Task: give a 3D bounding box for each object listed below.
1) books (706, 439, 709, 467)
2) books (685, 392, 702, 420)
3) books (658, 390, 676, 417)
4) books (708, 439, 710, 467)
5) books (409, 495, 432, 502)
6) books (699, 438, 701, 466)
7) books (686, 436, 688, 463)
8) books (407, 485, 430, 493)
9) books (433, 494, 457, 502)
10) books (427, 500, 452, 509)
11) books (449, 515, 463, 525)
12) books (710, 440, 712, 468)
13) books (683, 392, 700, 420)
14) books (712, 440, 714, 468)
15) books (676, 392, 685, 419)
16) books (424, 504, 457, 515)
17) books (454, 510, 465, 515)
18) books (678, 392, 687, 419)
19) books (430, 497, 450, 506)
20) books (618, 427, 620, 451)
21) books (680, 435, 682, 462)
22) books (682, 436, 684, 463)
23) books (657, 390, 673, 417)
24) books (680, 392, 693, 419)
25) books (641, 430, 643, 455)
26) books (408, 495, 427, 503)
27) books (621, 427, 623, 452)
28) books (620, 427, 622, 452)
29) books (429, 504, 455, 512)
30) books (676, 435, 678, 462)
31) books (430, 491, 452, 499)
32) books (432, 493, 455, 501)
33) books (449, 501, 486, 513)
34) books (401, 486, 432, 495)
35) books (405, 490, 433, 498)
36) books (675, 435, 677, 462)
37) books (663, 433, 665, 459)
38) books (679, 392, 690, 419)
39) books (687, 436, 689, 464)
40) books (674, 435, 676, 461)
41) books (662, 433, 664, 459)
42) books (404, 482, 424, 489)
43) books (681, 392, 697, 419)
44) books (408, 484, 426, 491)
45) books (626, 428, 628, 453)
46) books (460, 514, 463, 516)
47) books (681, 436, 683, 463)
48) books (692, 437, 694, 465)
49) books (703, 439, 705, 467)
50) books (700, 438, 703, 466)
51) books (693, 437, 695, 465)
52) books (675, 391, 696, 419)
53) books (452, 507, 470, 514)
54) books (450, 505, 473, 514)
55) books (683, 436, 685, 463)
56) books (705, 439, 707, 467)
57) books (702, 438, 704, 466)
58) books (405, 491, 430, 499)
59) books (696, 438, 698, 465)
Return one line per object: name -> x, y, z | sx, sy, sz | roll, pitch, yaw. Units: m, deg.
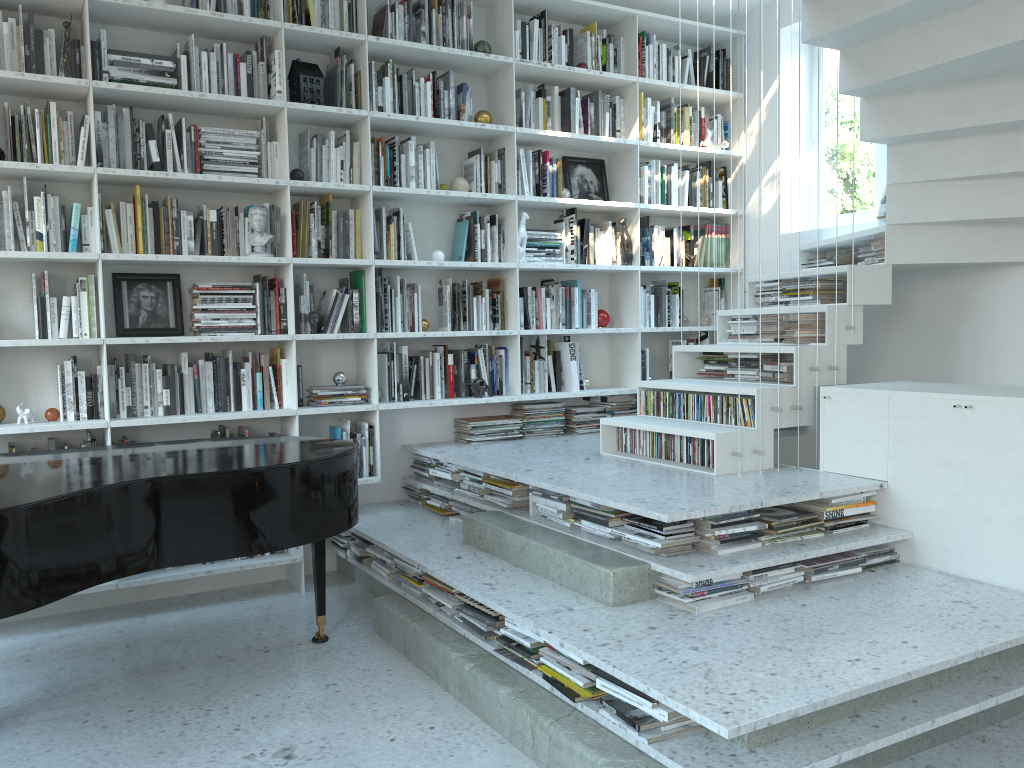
books -> 0.906, 0.298, 3.905 | 0.125, 0.125, 0.010 | -3, 5, -29
books -> 0.877, 0.105, 4.238 | 0.125, 0.125, 0.010 | -3, 5, -29
books -> 0.779, 0.096, 4.409 | 0.125, 0.125, 0.010 | -3, 5, -29
books -> 0.912, 0.299, 3.895 | 0.125, 0.125, 0.014 | -3, 5, -29
books -> -0.457, 0.617, 4.893 | 0.147, 0.014, 0.292 | -3, 4, -29
books -> 0.882, 0.296, 3.947 | 0.125, 0.125, 0.008 | -3, 5, -29
books -> 0.840, 0.293, 4.023 | 0.125, 0.125, 0.010 | -3, 5, -29
books -> -0.469, 0.571, 4.883 | 0.159, 0.009, 0.210 | -3, 4, -25
books -> -0.305, 0.589, 4.618 | 0.137, 0.018, 0.200 | -3, 4, -33
books -> -0.321, 0.616, 4.611 | 0.180, 0.017, 0.182 | -3, 4, -32
books -> -0.174, 0.667, 4.340 | 0.188, 0.028, 0.202 | -4, 4, -34
books -> 0.918, 0.299, 3.885 | 0.125, 0.125, 0.010 | -3, 5, -29
books -> 0.871, 0.104, 4.248 | 0.125, 0.125, 0.014 | -3, 5, -29
books -> 0.924, 0.300, 3.875 | 0.125, 0.125, 0.013 | -3, 5, -29
books -> 0.847, 0.102, 4.291 | 0.125, 0.125, 0.012 | -3, 5, -29
books -> -0.325, 0.643, 4.610 | 0.186, 0.009, 0.261 | -3, 4, -26
books -> -0.158, 0.631, 4.348 | 0.161, 0.012, 0.254 | -3, 4, -28
books -> 0.852, 0.103, 4.281 | 0.125, 0.125, 0.010 | -3, 5, -29
books -> -0.310, 0.603, 4.616 | 0.159, 0.009, 0.228 | -3, 4, -28
books -> 0.587, 0.271, 4.466 | 0.125, 0.125, 0.008 | -3, 5, -29
books -> 0.819, 0.291, 4.059 | 0.125, 0.125, 0.008 | -3, 5, -29
books -> 0.827, 0.292, 4.044 | 0.125, 0.125, 0.011 | -3, 5, -29
books -> 0.774, 0.096, 4.418 | 0.125, 0.125, 0.010 | -3, 5, -29
books -> 0.861, 0.103, 4.266 | 0.125, 0.125, 0.007 | -3, 5, -29
books -> 0.681, 0.279, 4.301 | 0.125, 0.125, 0.009 | -3, 5, -29
books -> -0.464, 0.627, 4.889 | 0.144, 0.005, 0.257 | -3, 4, -24
books -> 0.601, 0.272, 4.443 | 0.125, 0.125, 0.007 | -3, 5, -29
books -> 0.597, 0.272, 4.450 | 0.125, 0.125, 0.009 | -3, 5, -29
books -> -0.310, 0.631, 4.618 | 0.160, 0.014, 0.267 | -3, 4, -30
books -> 0.808, 0.290, 4.079 | 0.125, 0.125, 0.008 | -3, 5, -29
books -> -0.308, 0.564, 4.615 | 0.149, 0.014, 0.228 | -3, 4, -31
books -> -0.310, 0.576, 4.615 | 0.144, 0.009, 0.249 | -3, 4, -25
books -> -0.171, 0.592, 4.338 | 0.181, 0.017, 0.249 | -3, 4, -32
books -> -0.475, 0.579, 4.880 | 0.184, 0.006, 0.262 | -3, 4, -28
books -> -0.464, 0.593, 4.887 | 0.158, 0.012, 0.278 | -3, 4, -30
books -> 0.804, 0.290, 4.085 | 0.125, 0.125, 0.008 | -3, 5, -29
books -> 0.761, 0.286, 4.161 | 0.125, 0.125, 0.010 | -3, 5, -29
books -> 0.856, 0.103, 4.274 | 0.125, 0.125, 0.009 | -3, 5, -29
books -> 0.844, 0.293, 4.015 | 0.125, 0.125, 0.012 | -3, 5, -29
books -> 0.800, 0.289, 4.093 | 0.125, 0.125, 0.010 | -3, 5, -29
books -> 0.757, 0.286, 4.168 | 0.125, 0.125, 0.007 | -3, 5, -29
books -> -0.473, 0.547, 4.879 | 0.174, 0.009, 0.240 | -3, 4, -27
books -> 0.865, 0.104, 4.258 | 0.125, 0.125, 0.010 | -3, 5, -29
books -> -0.468, 0.559, 4.883 | 0.152, 0.015, 0.208 | -3, 4, -24
books -> 0.620, 0.274, 4.409 | 0.125, 0.125, 0.007 | -3, 5, -29
books -> -0.152, 0.644, 4.352 | 0.138, 0.015, 0.214 | -3, 4, -25
books -> 0.824, 0.291, 4.051 | 0.125, 0.125, 0.011 | -3, 5, -29
books -> 0.861, 0.295, 3.985 | 0.125, 0.125, 0.007 | -3, 5, -29
books -> 0.897, 0.298, 3.922 | 0.125, 0.125, 0.009 | -3, 5, -29
books -> 0.888, 0.297, 3.938 | 0.125, 0.125, 0.012 | -3, 5, -29
books -> 0.865, 0.295, 3.979 | 0.125, 0.125, 0.008 | -3, 5, -29
books -> 0.841, 0.102, 4.300 | 0.125, 0.125, 0.008 | -3, 5, -29
books -> -0.162, 0.617, 4.344 | 0.156, 0.017, 0.263 | -3, 4, -33
books -> -0.166, 0.604, 4.341 | 0.178, 0.009, 0.276 | -3, 4, -28
books -> 0.832, 0.292, 4.037 | 0.125, 0.125, 0.008 | -3, 5, -29
books -> 0.902, 0.298, 3.913 | 0.125, 0.125, 0.007 | -3, 5, -29
books -> 0.893, 0.297, 3.928 | 0.125, 0.125, 0.010 | -3, 5, -29
books -> -0.467, 0.605, 4.886 | 0.170, 0.012, 0.215 | -3, 4, -29
books -> 0.873, 0.296, 3.964 | 0.125, 0.125, 0.010 | -3, 5, -29
